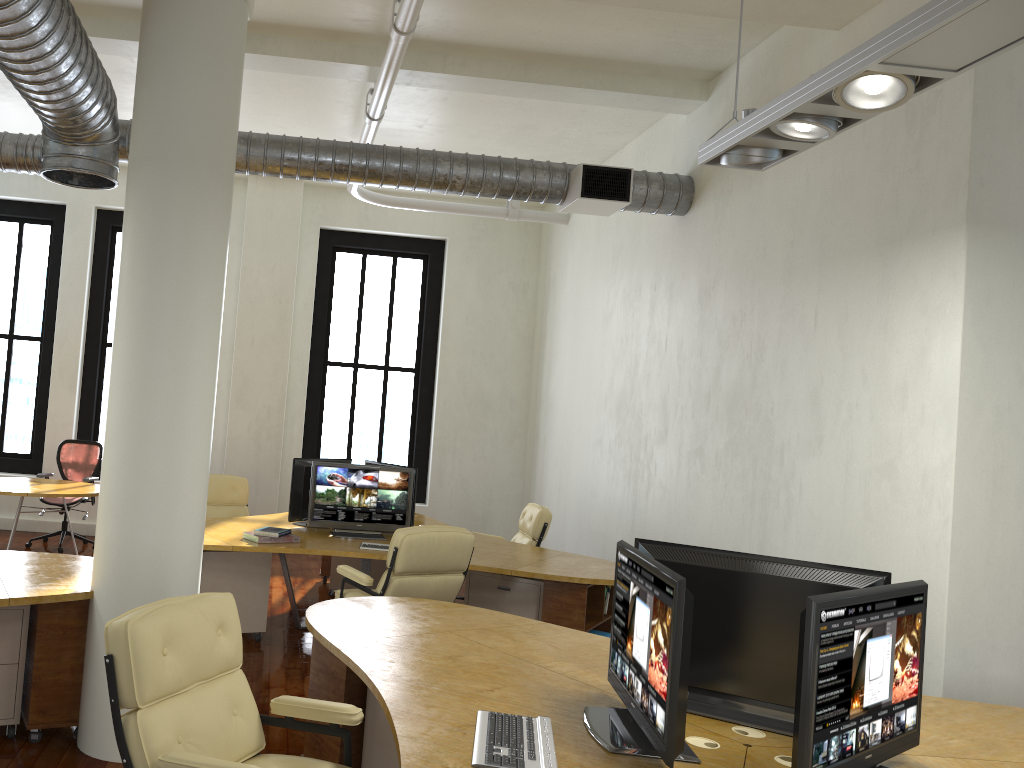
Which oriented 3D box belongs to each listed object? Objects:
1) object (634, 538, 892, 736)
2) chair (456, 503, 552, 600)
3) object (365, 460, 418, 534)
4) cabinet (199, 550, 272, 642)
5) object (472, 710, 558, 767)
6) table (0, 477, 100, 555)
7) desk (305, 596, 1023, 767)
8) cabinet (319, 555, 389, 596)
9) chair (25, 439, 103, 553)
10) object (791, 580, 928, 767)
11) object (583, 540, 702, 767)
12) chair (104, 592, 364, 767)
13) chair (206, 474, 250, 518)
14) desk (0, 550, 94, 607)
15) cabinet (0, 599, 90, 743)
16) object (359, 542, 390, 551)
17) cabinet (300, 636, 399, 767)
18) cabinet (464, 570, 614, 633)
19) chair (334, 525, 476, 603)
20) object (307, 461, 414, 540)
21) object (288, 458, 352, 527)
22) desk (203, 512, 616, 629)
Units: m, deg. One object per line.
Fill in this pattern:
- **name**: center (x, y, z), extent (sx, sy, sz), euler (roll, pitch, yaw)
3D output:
- **object**: center (0.823, 0.864, 3.069), extent (0.878, 0.552, 0.267), euler (3, -3, 28)
- **chair**: center (-0.114, 1.539, 7.795), extent (0.777, 1.020, 0.721), euler (4, -2, -4)
- **object**: center (-1.028, 0.938, 7.375), extent (0.265, 0.552, 0.882), euler (6, -3, -36)
- **cabinet**: center (-2.300, 1.453, 6.436), extent (0.812, 0.708, 0.965), euler (6, -3, -34)
- **object**: center (0.007, 1.044, 2.601), extent (0.235, 0.016, 0.465), euler (4, -3, 2)
- **table**: center (-4.696, 1.356, 8.635), extent (1.577, 0.744, 1.391), euler (4, -3, 17)
- **desk**: center (0.423, 1.478, 3.058), extent (3.528, 0.734, 3.840), euler (7, -4, -39)
- **cabinet**: center (-1.399, 1.632, 8.530), extent (0.882, 0.708, 0.895), euler (5, -3, -4)
- **chair**: center (-4.776, 1.194, 9.603), extent (0.732, 1.157, 0.755), euler (4, -2, -1)
- **object**: center (1.000, 0.848, 2.481), extent (0.730, 0.552, 0.320), euler (7, -3, -44)
- **object**: center (0.400, 0.815, 2.777), extent (0.292, 0.552, 0.804), euler (4, -3, -4)
- **chair**: center (-0.831, 1.223, 2.754), extent (0.838, 1.020, 0.666), euler (3, -2, 21)
- **chair**: center (-2.592, 1.352, 8.003), extent (0.654, 1.020, 0.851), euler (6, -3, -35)
- **desk**: center (-4.165, 1.164, 4.085), extent (3.822, 0.734, 3.547), euler (3, -3, 29)
- **cabinet**: center (-2.630, 1.325, 4.469), extent (0.816, 0.708, 0.961), euler (6, -3, -32)
- **object**: center (-0.840, 1.167, 6.302), extent (0.484, 0.016, 0.225), euler (4, -3, 4)
- **cabinet**: center (-0.313, 1.483, 3.939), extent (0.803, 0.708, 0.975), euler (6, -3, -39)
- **cabinet**: center (0.193, 1.646, 6.333), extent (0.965, 0.708, 0.813), euler (3, -3, 26)
- **chair**: center (-0.731, 1.385, 5.758), extent (0.650, 1.020, 0.856), euler (6, -3, -40)
- **object**: center (-1.162, 0.899, 6.837), extent (0.781, 0.552, 0.300), euler (5, -2, -10)
- **object**: center (-1.589, 0.892, 7.364), extent (0.318, 0.552, 0.736), euler (3, -3, 29)
- **desk**: center (-1.235, 1.573, 7.489), extent (3.886, 0.734, 3.517), euler (5, -3, -3)
